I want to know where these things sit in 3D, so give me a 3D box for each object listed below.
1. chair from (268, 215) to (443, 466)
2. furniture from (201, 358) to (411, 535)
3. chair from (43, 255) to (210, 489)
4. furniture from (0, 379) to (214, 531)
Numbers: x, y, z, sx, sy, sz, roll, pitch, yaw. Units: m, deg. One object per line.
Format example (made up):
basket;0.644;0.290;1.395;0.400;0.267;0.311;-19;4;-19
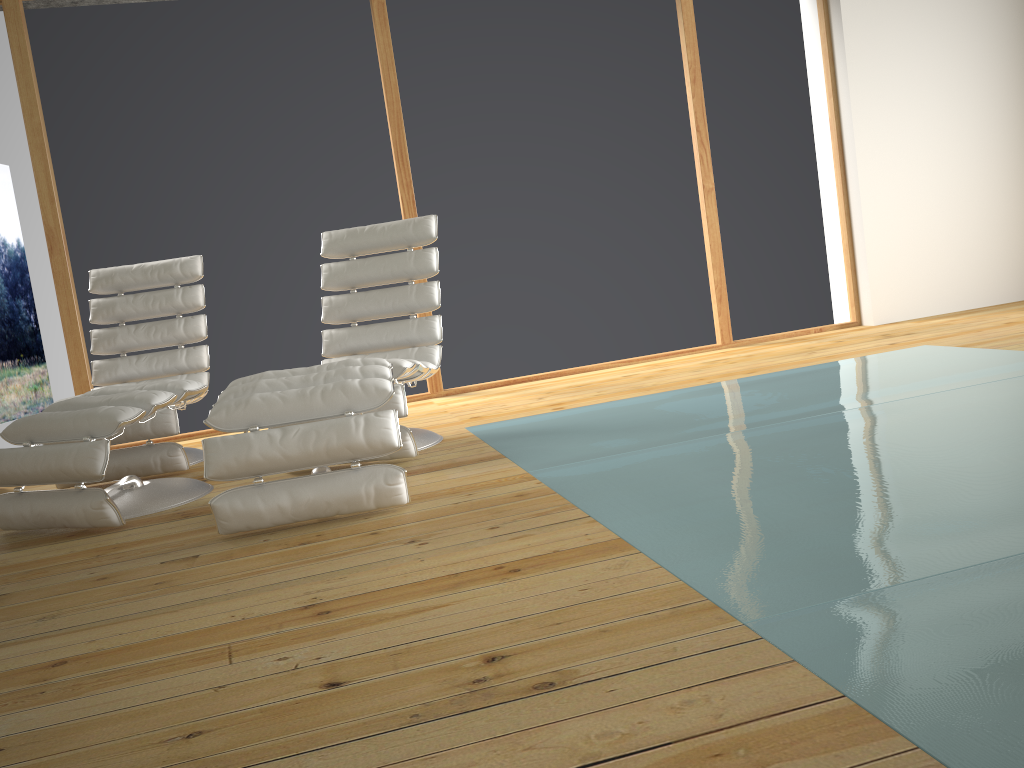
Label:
chair;-0.628;-0.208;3.746;0.569;0.966;0.917;-7;6;12
furniture;-0.645;0.168;2.876;0.570;0.438;0.688;-9;6;-7
chair;-1.756;-0.094;4.120;0.569;0.966;0.916;-8;6;-3
furniture;-1.457;0.240;3.234;0.569;0.438;0.689;-6;7;22
